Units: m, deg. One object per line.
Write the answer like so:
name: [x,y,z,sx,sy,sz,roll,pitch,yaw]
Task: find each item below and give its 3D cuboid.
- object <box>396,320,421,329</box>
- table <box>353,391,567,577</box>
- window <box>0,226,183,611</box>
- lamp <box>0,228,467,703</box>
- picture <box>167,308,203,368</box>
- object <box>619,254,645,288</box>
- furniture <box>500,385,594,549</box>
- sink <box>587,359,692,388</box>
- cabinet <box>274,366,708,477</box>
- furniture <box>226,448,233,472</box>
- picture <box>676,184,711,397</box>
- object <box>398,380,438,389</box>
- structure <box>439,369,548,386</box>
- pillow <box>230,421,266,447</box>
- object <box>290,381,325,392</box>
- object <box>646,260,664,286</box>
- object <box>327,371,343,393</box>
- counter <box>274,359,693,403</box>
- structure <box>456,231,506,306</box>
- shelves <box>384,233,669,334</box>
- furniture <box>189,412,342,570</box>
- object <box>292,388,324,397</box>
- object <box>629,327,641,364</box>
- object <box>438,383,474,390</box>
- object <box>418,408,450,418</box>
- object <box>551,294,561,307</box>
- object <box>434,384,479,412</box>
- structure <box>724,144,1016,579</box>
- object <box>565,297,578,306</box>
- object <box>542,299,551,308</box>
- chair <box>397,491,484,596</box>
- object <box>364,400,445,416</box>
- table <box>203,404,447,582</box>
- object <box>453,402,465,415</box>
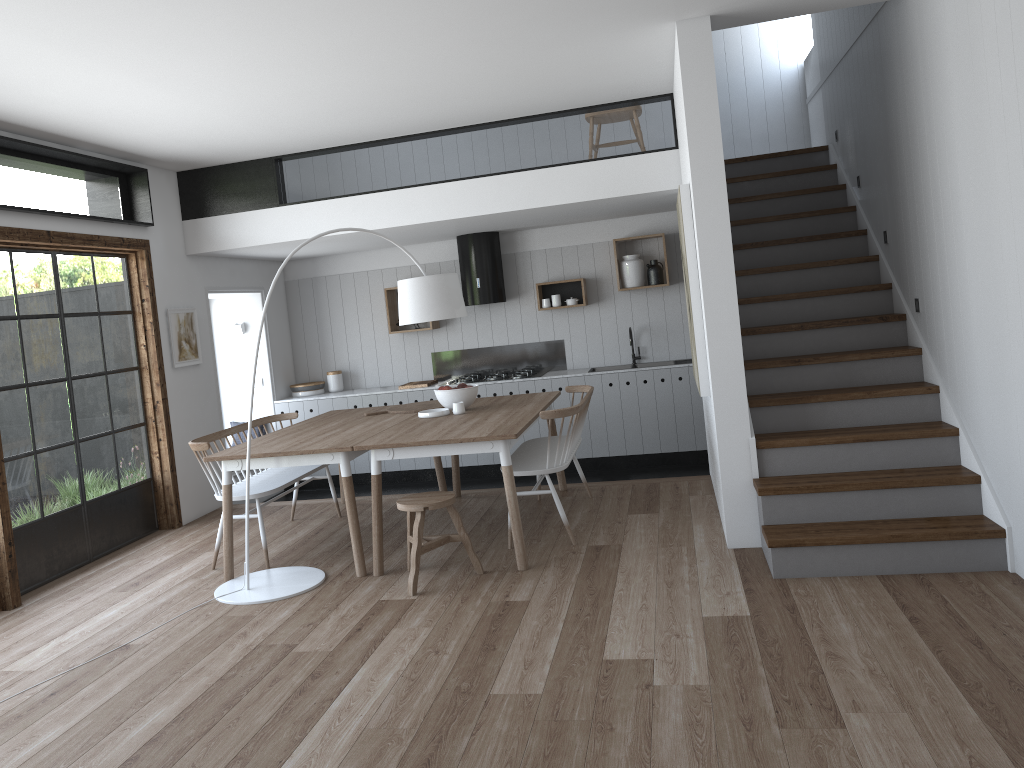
object: [-1.005,-0.709,8.796,0.338,0.334,0.138,-5,2,14]
table: [-0.221,0.573,5.851,0.945,0.748,2.028,-6,5,11]
window: [-3.237,0.294,4.287,0.163,2.251,5.366,-6,5,10]
lamp: [-2.017,0.291,4.071,0.894,2.020,5.100,-5,5,37]
picture: [-2.671,-0.383,7.201,0.030,0.470,0.431,-6,3,10]
object: [1.125,-1.053,8.274,0.226,0.301,0.232,-7,3,-15]
furniture: [0.274,0.492,5.801,0.549,0.809,1.351,-6,4,11]
sink: [1.309,-0.098,8.120,1.189,0.166,0.449,-5,5,13]
cabinet: [0.697,0.298,8.023,6.185,0.746,0.010,-5,2,13]
furniture: [-2.687,0.708,8.299,0.602,0.115,1.044,-5,5,11]
picture: [1.155,-0.602,5.680,0.060,1.216,1.288,-6,4,10]
object: [-0.915,0.004,8.659,0.293,0.030,0.397,-5,5,11]
structure: [-0.176,-0.072,8.497,0.993,0.048,0.550,-5,5,13]
pillow: [-2.601,0.504,8.737,0.407,0.293,0.179,-5,3,13]
object: [-2.089,0.029,9.034,0.352,0.065,0.368,-9,6,-29]
object: [1.338,-1.039,8.236,0.160,0.236,0.152,-6,3,10]
object: [-1.807,-0.023,9.033,0.152,0.212,0.157,-7,3,-20]
counter: [0.703,-0.116,8.289,6.188,0.020,0.575,-5,5,13]
structure: [-0.306,-1.203,8.532,0.405,0.867,0.424,-8,3,-31]
shelves: [0.543,-0.916,8.420,3.614,0.796,0.297,-5,2,13]
furniture: [-1.657,0.682,6.058,0.549,0.809,1.351,-6,4,11]
object: [-2.083,0.087,9.036,0.318,0.055,0.334,-10,6,-39]
object: [1.147,-0.351,8.281,0.091,0.374,0.287,-6,3,11]
object: [-0.380,0.084,6.126,0.246,0.167,0.242,-8,5,-27]
object: [-0.530,0.198,5.997,0.213,0.035,0.217,-7,5,-9]
object: [0.422,-0.790,8.400,0.087,0.115,0.085,-6,3,12]
object: [-0.378,0.105,6.130,0.317,0.164,0.313,-6,4,9]
structure: [1.941,-0.417,5.803,1.066,2.625,3.579,-6,4,11]
object: [0.570,-0.786,8.394,0.127,0.073,0.110,-7,4,-9]
object: [0.325,-0.767,8.423,0.081,0.088,0.086,-9,4,-42]
chair: [-0.388,0.837,4.801,0.432,0.449,0.484,-6,4,-2]
object: [-0.658,0.170,6.551,0.612,0.023,0.662,-3,6,34]
table: [-1.140,0.654,6.067,0.945,0.748,2.028,-6,5,11]
object: [-0.357,0.164,5.929,0.084,0.078,0.082,-5,4,12]
